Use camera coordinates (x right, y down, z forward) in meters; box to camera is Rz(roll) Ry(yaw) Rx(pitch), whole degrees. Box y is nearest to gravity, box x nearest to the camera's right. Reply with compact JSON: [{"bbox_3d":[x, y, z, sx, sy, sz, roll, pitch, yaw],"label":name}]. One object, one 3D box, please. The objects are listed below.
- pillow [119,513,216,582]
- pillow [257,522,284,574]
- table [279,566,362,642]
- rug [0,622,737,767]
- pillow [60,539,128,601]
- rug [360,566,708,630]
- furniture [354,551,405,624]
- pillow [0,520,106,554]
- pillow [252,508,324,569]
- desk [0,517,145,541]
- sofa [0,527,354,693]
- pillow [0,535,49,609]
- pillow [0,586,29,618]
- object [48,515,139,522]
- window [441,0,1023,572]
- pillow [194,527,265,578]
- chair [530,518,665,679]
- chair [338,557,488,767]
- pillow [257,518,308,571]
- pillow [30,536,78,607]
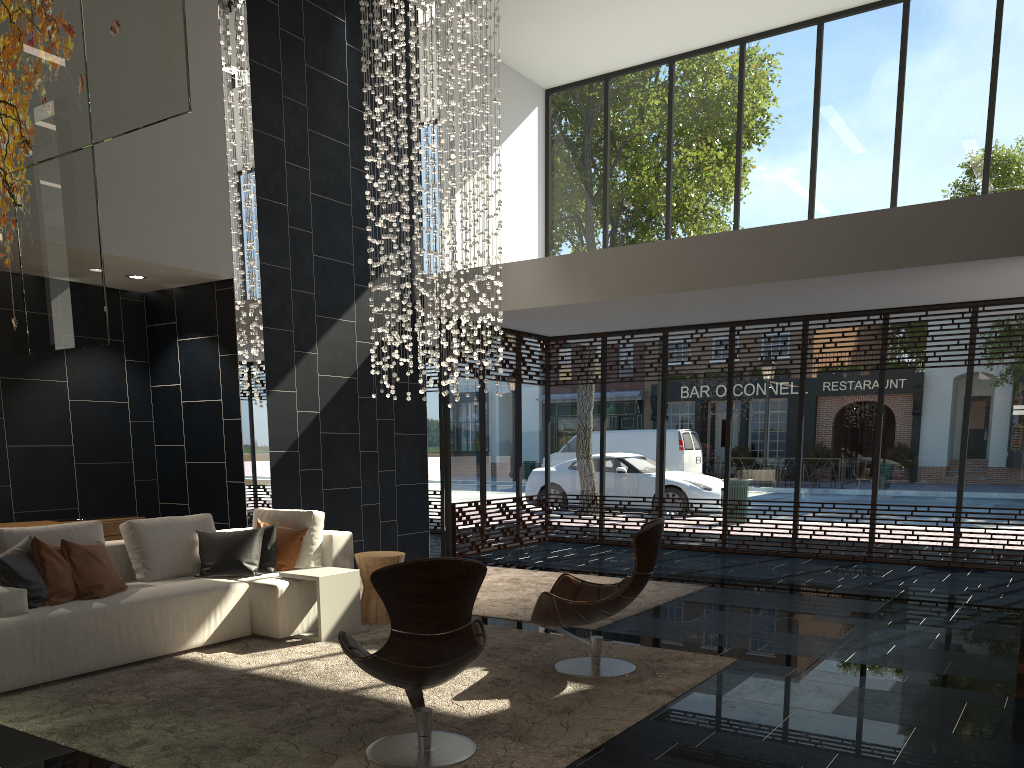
[{"bbox_3d":[-2.447,1.181,6.279,0.288,0.445,0.711,3,2,35],"label":"pillow"},{"bbox_3d":[-1.965,1.241,6.443,0.554,0.425,0.249,0,6,1],"label":"pillow"},{"bbox_3d":[-1.381,1.579,6.230,0.398,0.476,0.394,2,5,33],"label":"table"},{"bbox_3d":[-1.910,1.786,5.761,5.883,0.006,3.180,-3,-5,33],"label":"rug"},{"bbox_3d":[-2.654,1.164,5.495,0.268,0.420,0.511,0,1,4],"label":"pillow"},{"bbox_3d":[-0.180,1.953,8.261,3.406,0.006,2.312,-3,-5,33],"label":"rug"},{"bbox_3d":[-1.027,1.588,6.755,0.391,0.533,0.385,-2,5,-22],"label":"furniture"},{"bbox_3d":[-2.944,1.124,5.538,0.246,0.460,0.711,4,2,34],"label":"pillow"},{"bbox_3d":[-1.772,1.207,6.771,0.709,0.469,0.214,0,6,34],"label":"pillow"},{"bbox_3d":[-4.013,1.501,6.868,0.986,0.762,2.220,0,-2,34],"label":"desk"},{"bbox_3d":[-2.362,1.448,5.923,1.286,0.695,2.821,-1,-3,34],"label":"sofa"},{"bbox_3d":[-2.886,1.118,5.121,0.255,0.422,0.546,-1,1,-9],"label":"pillow"},{"bbox_3d":[-3.045,1.227,4.920,0.622,0.155,0.236,-2,-1,28],"label":"pillow"},{"bbox_3d":[-3.570,1.159,7.421,0.240,0.027,0.705,-4,-5,44],"label":"object"},{"bbox_3d":[2.396,-1.002,9.203,6.116,6.159,2.305,1,7,33],"label":"window"},{"bbox_3d":[-2.058,1.233,6.288,0.505,0.374,0.293,0,4,-7],"label":"pillow"},{"bbox_3d":[0.505,1.265,5.233,0.788,0.951,0.660,0,5,1],"label":"chair"},{"bbox_3d":[-0.360,1.168,3.798,0.672,0.950,0.776,-3,5,-29],"label":"chair"},{"bbox_3d":[-1.820,1.237,6.581,0.518,0.422,0.263,0,5,29],"label":"pillow"},{"bbox_3d":[-2.787,1.128,5.312,0.243,0.438,0.540,0,1,-1],"label":"pillow"}]
